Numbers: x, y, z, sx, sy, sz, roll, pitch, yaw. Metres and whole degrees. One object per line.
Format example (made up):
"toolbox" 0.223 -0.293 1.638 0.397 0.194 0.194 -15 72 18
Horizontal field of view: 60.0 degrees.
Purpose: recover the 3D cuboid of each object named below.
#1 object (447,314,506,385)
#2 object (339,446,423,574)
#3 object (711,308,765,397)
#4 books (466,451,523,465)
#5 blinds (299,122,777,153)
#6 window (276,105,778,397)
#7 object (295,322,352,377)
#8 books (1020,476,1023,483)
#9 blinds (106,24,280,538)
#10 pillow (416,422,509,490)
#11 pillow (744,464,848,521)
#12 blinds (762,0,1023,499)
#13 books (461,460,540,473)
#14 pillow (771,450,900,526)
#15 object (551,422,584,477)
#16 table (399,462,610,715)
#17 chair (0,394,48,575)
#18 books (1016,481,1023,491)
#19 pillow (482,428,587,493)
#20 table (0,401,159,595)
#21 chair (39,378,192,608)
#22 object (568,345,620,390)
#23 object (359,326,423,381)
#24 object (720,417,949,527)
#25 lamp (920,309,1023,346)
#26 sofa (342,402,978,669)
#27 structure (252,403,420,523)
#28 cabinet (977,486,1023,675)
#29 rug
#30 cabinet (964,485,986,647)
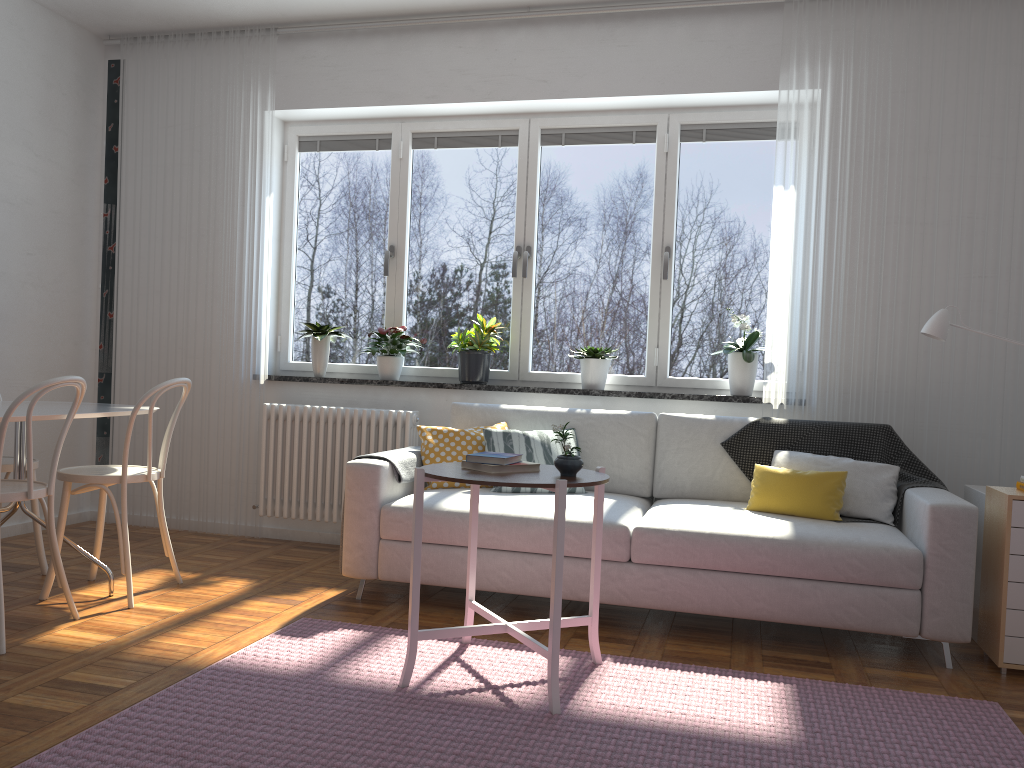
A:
"object" -0.221 -0.192 4.850 0.333 0.385 0.299 3 1 30
"object" -0.543 0.572 4.109 0.288 0.534 0.608 3 1 15
"object" 1.176 -0.160 4.555 0.286 0.444 0.340 3 1 3
"books" -0.056 0.244 2.924 0.136 0.024 0.174 3 0 20
"blinds" 0.101 -1.365 4.930 2.844 0.098 0.015 3 1 15
"window" 0.065 -0.744 4.911 3.019 1.511 0.151 3 1 15
"object" -1.080 -0.196 5.051 0.292 0.316 0.354 3 1 6
"books" 1.947 0.357 3.219 0.136 0.024 0.175 3 0 15
"blinds" -1.866 -0.588 5.138 1.037 2.888 0.055 3 1 15
"pillow" -0.209 0.337 4.201 0.464 0.318 0.312 2 1 -17
"pillow" 1.177 0.443 3.672 0.401 0.194 0.211 3 1 32
"blinds" 1.869 -0.420 4.148 1.292 2.888 0.055 3 1 15
"books" -0.036 0.270 2.936 0.209 0.026 0.162 2 1 -40
"pillow" 1.358 0.434 3.780 0.532 0.259 0.301 3 1 29
"object" 0.178 0.206 2.832 0.109 0.175 0.096 2 1 -6
"table" -0.006 0.615 2.894 0.617 0.688 0.617 3 1 13
"chair" -2.360 0.388 3.942 0.520 0.918 0.447 3 1 20
"books" 1.953 0.384 3.220 0.164 0.028 0.210 3 0 15
"pillow" 0.110 0.349 4.100 0.469 0.289 0.309 2 1 -14
"table" -2.194 0.475 3.111 0.931 0.770 2.289 3 1 15
"chair" -0.044 0.277 3.716 3.694 1.343 0.447 2 1 0
"object" 0.432 -0.089 4.698 0.267 0.237 0.283 2 1 -3
"object" -0.682 -0.175 5.001 0.380 0.309 0.370 2 1 -11
"object" 1.493 0.492 3.901 0.978 0.648 0.676 2 1 -15
"lamp" -0.055 0.281 3.181 4.592 1.347 0.332 2 1 -16
"sofa" 0.587 0.556 3.905 2.461 0.843 1.003 3 1 15
"structure" -0.936 0.436 4.861 0.972 0.624 0.224 3 1 15
"cabinet" 1.940 0.719 3.230 0.349 0.643 0.301 3 1 15
"rug" 0.066 0.965 2.010 2.457 0.008 2.365 3 0 15
"cabinet" 2.095 0.745 3.618 0.400 0.600 0.400 3 1 15
